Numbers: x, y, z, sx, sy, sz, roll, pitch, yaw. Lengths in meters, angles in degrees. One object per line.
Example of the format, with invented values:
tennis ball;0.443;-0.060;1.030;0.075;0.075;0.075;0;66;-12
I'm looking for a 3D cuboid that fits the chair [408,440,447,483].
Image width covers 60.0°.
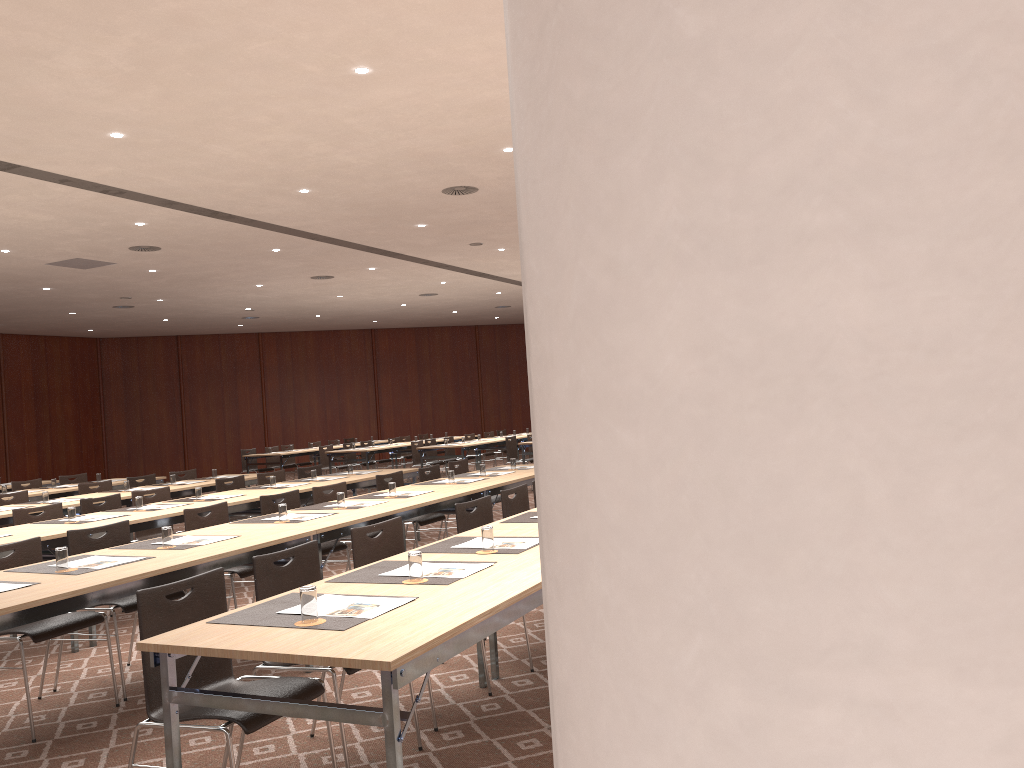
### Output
chair;-1.567;1.502;16.231;0.614;0.939;0.535;-4;-1;24

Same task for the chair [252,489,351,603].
chair;-1.627;1.298;6.802;0.614;0.939;0.535;-4;-1;28

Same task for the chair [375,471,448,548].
chair;-0.969;1.286;8.205;0.614;0.939;0.535;-4;-1;27

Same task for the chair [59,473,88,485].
chair;-5.821;1.691;12.043;0.614;0.939;0.535;-4;-1;26

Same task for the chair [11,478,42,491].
chair;-6.065;1.692;11.341;0.614;0.939;0.535;-4;-1;23

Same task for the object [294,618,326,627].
object;-0.661;0.781;2.906;0.102;0.001;0.102;-4;-1;-9

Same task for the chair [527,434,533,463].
chair;0.536;1.358;16.014;0.614;0.939;0.535;-4;-1;22

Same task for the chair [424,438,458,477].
chair;-1.382;1.504;16.867;0.614;0.939;0.535;-4;-1;23

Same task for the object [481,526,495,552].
object;-0.111;0.714;4.090;0.054;0.114;0.054;-3;-1;-31

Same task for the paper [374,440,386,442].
paper;-3.298;1.356;20.994;0.565;0.003;0.460;-4;-1;26

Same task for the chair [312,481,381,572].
chair;-1.344;1.291;7.306;0.614;0.939;0.535;-4;-1;27

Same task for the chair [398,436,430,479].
chair;-2.223;1.624;19.775;0.614;0.939;0.535;-4;-1;27

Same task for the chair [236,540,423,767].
chair;-0.815;1.179;3.833;0.614;0.939;0.535;-4;-1;25

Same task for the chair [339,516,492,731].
chair;-0.527;1.175;4.529;0.614;0.939;0.535;-4;-1;28

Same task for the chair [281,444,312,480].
chair;-4.696;1.775;19.203;0.614;0.939;0.535;-4;-1;22

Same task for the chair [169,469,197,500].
chair;-3.993;1.551;11.158;0.614;0.939;0.535;-4;-1;27

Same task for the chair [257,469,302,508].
chair;-2.479;1.418;9.687;0.614;0.939;0.535;-4;-1;27

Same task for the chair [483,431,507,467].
chair;-0.312;1.478;18.908;0.614;0.939;0.535;-4;-1;26

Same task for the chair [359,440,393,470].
chair;-2.841;1.632;18.316;0.614;0.939;0.535;-4;-1;27

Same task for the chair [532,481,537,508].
chair;0.419;1.157;6.545;0.614;0.939;0.535;-4;-1;24

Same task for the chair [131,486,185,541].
chair;-3.186;1.432;8.177;0.614;0.939;0.535;-4;-1;27

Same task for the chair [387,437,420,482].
chair;-2.391;1.621;19.174;0.614;0.939;0.535;-4;-1;26

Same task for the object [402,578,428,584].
object;-0.381;0.776;3.489;0.102;0.001;0.102;-4;-1;-9

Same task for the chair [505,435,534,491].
chair;0.154;1.371;15.443;0.614;0.939;0.535;-4;-1;25

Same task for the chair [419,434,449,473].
chair;-1.865;1.614;20.396;0.614;0.939;0.535;-4;-1;24

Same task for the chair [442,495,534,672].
chair;-0.060;1.162;5.343;0.614;0.939;0.535;-4;-1;28

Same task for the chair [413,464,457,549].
chair;-0.647;1.277;8.792;0.614;0.939;0.535;-4;-1;23

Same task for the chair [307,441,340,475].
chair;-4.304;1.767;20.038;0.614;0.939;0.535;-4;-1;28

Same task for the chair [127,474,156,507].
chair;-4.287;1.558;10.612;0.614;0.939;0.535;-4;-1;24

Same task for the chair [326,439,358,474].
chair;-3.977;1.758;20.593;0.614;0.939;0.535;-4;-1;23

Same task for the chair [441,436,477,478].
chair;-1.067;1.495;17.398;0.614;0.939;0.535;-4;-1;22

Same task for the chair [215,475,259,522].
chair;-2.759;1.425;9.171;0.614;0.939;0.535;-4;-1;24

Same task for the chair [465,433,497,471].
chair;-0.698;1.491;18.327;0.614;0.939;0.535;-4;-1;25

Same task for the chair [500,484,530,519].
chair;0.194;1.160;5.984;0.614;0.939;0.535;-4;-1;24

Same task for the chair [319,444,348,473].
chair;-3.443;1.647;17.173;0.614;0.939;0.535;-4;-1;26

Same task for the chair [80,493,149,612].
chair;-3.417;1.436;7.686;0.614;0.939;0.535;-4;-1;23

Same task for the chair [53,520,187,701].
chair;-2.330;1.312;5.303;0.614;0.939;0.535;-4;-1;27

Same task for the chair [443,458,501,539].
chair;-0.402;1.277;9.497;0.614;0.939;0.535;-4;-1;24

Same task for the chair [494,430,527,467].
chair;-0.059;1.475;19.547;0.614;0.939;0.535;-4;-1;28

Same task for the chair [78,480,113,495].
chair;-4.526;1.559;9.923;0.614;0.939;0.535;-4;-1;27

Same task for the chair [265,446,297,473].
chair;-4.872;1.773;18.585;0.614;0.939;0.535;-4;-1;23

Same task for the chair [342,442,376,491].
chair;-3.085;1.635;17.695;0.614;0.939;0.535;-4;-1;22

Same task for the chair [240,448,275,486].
chair;-5.197;1.781;17.993;0.614;0.939;0.535;-4;-1;27

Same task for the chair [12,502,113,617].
chair;-3.653;1.439;7.083;0.614;0.939;0.535;-4;-1;27

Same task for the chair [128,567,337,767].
chair;-1.049;1.181;3.236;0.614;0.939;0.535;-4;-1;24

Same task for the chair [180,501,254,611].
chair;-1.967;1.307;6.158;0.614;0.939;0.535;-4;-1;23

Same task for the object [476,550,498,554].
object;-0.115;0.771;4.072;0.102;0.001;0.102;-4;-1;-9

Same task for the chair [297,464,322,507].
chair;-2.177;1.410;10.230;0.614;0.939;0.535;-4;-1;26

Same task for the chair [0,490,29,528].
chair;-4.987;1.570;9.037;0.614;0.939;0.535;-4;-1;23

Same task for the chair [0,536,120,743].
chair;-2.556;1.314;4.722;0.614;0.939;0.535;-4;-1;23

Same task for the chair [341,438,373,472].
chair;-3.738;1.756;21.245;0.614;0.939;0.535;-4;-1;24
